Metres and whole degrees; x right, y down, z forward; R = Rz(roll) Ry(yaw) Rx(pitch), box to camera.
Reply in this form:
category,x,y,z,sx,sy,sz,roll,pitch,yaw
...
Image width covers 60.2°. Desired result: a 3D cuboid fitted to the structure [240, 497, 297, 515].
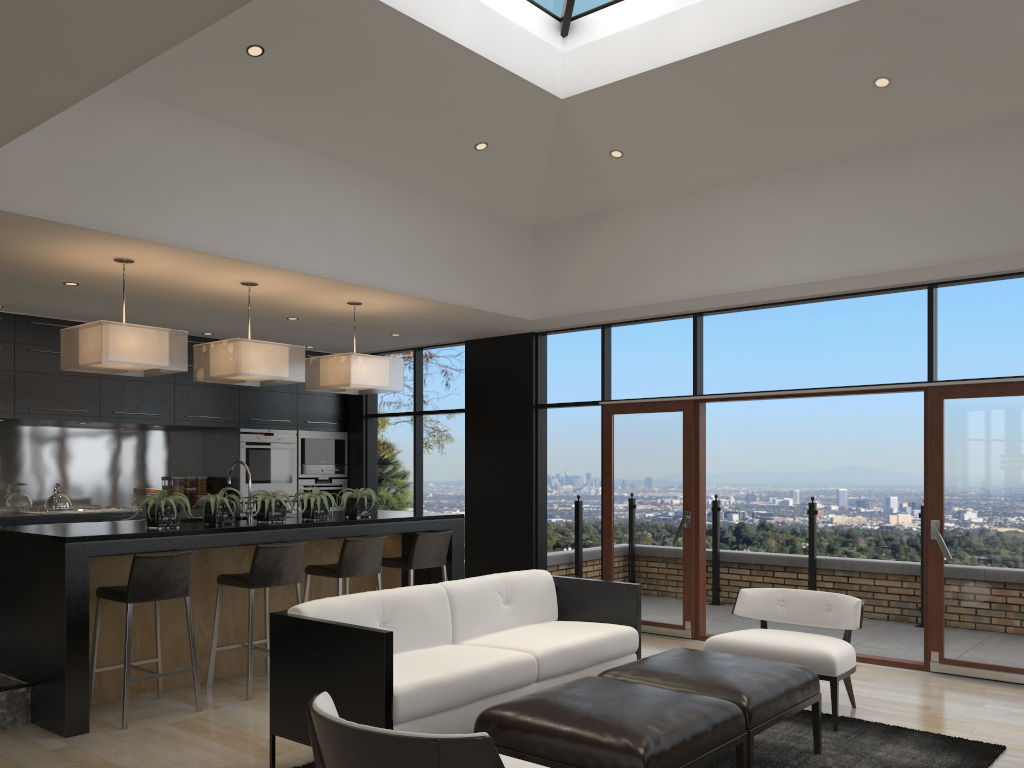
category,x,y,z,sx,sy,sz,roll,pitch,yaw
structure,-2.571,1.555,9.324,0.086,0.705,0.702,0,-2,40

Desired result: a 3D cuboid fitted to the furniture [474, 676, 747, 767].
category,x,y,z,sx,sy,sz,roll,pitch,yaw
furniture,0.415,1.544,3.683,0.829,0.482,0.829,-3,-5,40

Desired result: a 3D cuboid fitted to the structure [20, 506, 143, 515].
category,x,y,z,sx,sy,sz,roll,pitch,yaw
structure,-3.970,1.175,8.157,0.521,0.066,0.902,-4,-7,39

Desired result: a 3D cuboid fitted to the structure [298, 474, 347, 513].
category,x,y,z,sx,sy,sz,roll,pitch,yaw
structure,-2.110,1.232,9.866,0.070,0.444,0.680,0,-3,40

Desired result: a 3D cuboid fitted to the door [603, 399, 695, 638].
category,x,y,z,sx,sy,sz,roll,pitch,yaw
door,1.155,1.149,7.624,0.898,1.989,0.095,-1,-1,40

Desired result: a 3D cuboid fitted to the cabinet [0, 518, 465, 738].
category,x,y,z,sx,sy,sz,roll,pitch,yaw
cabinet,-1.828,1.513,6.258,1.181,1.034,3.122,-3,-5,40

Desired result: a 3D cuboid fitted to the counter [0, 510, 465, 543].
category,x,y,z,sx,sy,sz,roll,pitch,yaw
counter,-1.828,0.979,6.258,1.181,0.032,3.122,-5,-7,39

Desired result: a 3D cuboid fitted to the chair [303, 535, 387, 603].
category,x,y,z,sx,sy,sz,roll,pitch,yaw
chair,-1.192,1.557,6.303,0.519,0.962,0.476,-1,-1,40

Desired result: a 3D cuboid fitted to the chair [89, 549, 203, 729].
category,x,y,z,sx,sy,sz,roll,pitch,yaw
chair,-2.141,1.448,5.160,0.519,0.962,0.476,-1,-1,40

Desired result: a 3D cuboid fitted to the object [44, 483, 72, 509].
category,x,y,z,sx,sy,sz,roll,pitch,yaw
object,-4.070,1.004,7.915,0.221,0.229,0.221,-2,-3,32

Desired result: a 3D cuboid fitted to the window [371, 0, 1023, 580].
category,x,y,z,sx,sy,sz,roll,pitch,yaw
window,-0.609,-0.898,0.689,10.134,4.770,15.944,-2,-5,26

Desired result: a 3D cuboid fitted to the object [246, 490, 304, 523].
category,x,y,z,sx,sy,sz,roll,pitch,yaw
object,-1.607,0.834,6.045,0.407,0.216,0.399,2,-5,-25

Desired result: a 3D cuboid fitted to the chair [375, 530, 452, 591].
category,x,y,z,sx,sy,sz,roll,pitch,yaw
chair,-0.761,1.607,6.822,0.519,0.962,0.476,-1,-1,40

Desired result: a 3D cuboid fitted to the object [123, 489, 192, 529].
category,x,y,z,sx,sy,sz,roll,pitch,yaw
object,-2.184,0.764,5.428,0.407,0.238,0.399,2,-4,-25

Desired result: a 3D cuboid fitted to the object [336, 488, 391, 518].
category,x,y,z,sx,sy,sz,roll,pitch,yaw
object,-1.164,0.894,6.671,0.398,0.216,0.408,2,-5,-25

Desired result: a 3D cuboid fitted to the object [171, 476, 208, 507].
category,x,y,z,sx,sy,sz,roll,pitch,yaw
object,-3.380,1.128,9.252,0.114,0.315,0.366,-1,-3,40

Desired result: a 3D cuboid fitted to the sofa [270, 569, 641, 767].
category,x,y,z,sx,sy,sz,roll,pitch,yaw
sofa,-0.181,1.482,4.706,0.839,0.801,2.037,-2,-5,40

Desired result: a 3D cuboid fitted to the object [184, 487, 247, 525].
category,x,y,z,sx,sy,sz,roll,pitch,yaw
object,-1.903,0.793,5.727,0.398,0.238,0.408,2,-5,-25

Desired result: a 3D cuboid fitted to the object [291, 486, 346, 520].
category,x,y,z,sx,sy,sz,roll,pitch,yaw
object,-1.367,0.851,6.337,0.407,0.238,0.399,2,-4,-25

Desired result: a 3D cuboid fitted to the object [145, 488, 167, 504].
category,x,y,z,sx,sy,sz,roll,pitch,yaw
object,-3.601,1.159,8.948,0.185,0.205,0.205,-2,-3,41

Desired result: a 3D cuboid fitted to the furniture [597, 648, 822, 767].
category,x,y,z,sx,sy,sz,roll,pitch,yaw
furniture,0.959,1.607,4.339,0.829,0.482,0.829,-3,-5,40

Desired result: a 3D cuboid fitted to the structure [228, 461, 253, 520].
category,x,y,z,sx,sy,sz,roll,pitch,yaw
structure,-2.055,1.070,6.446,0.656,1.015,2.783,-1,-5,39

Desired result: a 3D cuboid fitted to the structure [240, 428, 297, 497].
category,x,y,z,sx,sy,sz,roll,pitch,yaw
structure,-2.571,0.835,9.324,0.086,0.705,0.702,0,-2,40

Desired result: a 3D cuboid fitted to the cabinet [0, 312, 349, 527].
category,x,y,z,sx,sy,sz,roll,pitch,yaw
cabinet,-3.965,0.743,8.155,0.729,2.518,5.742,0,-4,40

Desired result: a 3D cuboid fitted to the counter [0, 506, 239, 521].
category,x,y,z,sx,sy,sz,roll,pitch,yaw
counter,-3.984,1.199,8.170,0.731,0.033,2.868,-5,-7,39

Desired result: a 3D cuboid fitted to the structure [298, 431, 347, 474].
category,x,y,z,sx,sy,sz,roll,pitch,yaw
structure,-2.109,0.768,9.866,0.026,0.473,0.678,0,-3,40

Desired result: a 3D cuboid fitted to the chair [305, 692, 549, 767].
category,x,y,z,sx,sy,sz,roll,pitch,yaw
chair,-0.276,1.373,2.888,0.806,0.673,0.686,-3,-4,40

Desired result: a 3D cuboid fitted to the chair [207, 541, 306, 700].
category,x,y,z,sx,sy,sz,roll,pitch,yaw
chair,-1.639,1.506,5.765,0.519,0.962,0.476,-1,-1,40

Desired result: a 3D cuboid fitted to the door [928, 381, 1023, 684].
category,x,y,z,sx,sy,sz,roll,pitch,yaw
door,3.252,0.982,5.882,0.898,1.989,0.095,-1,-1,40

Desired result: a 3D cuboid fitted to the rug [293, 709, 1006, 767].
category,x,y,z,sx,sy,sz,roll,pitch,yaw
rug,0.588,1.826,4.164,2.486,0.011,3.041,-5,-7,40

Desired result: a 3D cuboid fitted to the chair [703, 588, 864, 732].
category,x,y,z,sx,sy,sz,roll,pitch,yaw
chair,1.656,1.600,5.264,0.806,0.673,0.686,-3,-4,40
